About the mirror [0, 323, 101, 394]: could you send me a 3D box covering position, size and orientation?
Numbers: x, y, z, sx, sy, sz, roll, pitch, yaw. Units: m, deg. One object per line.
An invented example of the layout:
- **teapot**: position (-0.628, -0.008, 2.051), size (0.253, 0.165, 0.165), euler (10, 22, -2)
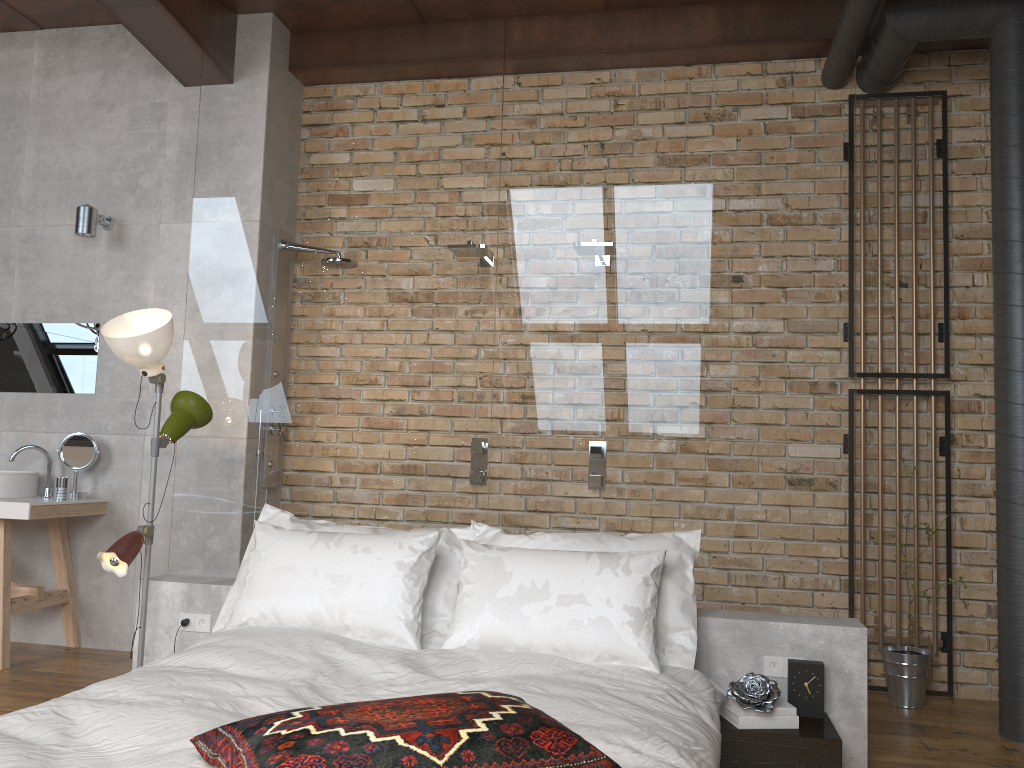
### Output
- **mirror**: position (-3.104, -0.150, 4.900), size (1.838, 0.377, 0.007), euler (1, -5, 11)

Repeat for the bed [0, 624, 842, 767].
- **bed**: position (-0.247, 0.996, 2.248), size (2.300, 0.442, 2.169), euler (1, -5, 11)

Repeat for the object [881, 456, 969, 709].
- **object**: position (1.845, 0.880, 3.926), size (0.228, 1.117, 0.517), euler (4, -5, -18)

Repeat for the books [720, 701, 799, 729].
- **books**: position (0.814, 1.098, 2.946), size (0.203, 0.040, 0.193), euler (3, -5, -8)

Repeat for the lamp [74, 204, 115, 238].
- **lamp**: position (-2.199, -0.849, 4.682), size (0.101, 0.168, 0.243), euler (1, -5, 11)

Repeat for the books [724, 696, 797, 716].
- **books**: position (0.821, 1.064, 2.948), size (0.184, 0.030, 0.175), euler (2, -5, -5)

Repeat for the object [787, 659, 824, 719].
- **object**: position (1.008, 1.044, 3.044), size (0.116, 0.178, 0.067), euler (1, -5, 14)

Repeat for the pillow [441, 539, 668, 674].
- **pillow**: position (0.145, 0.743, 2.999), size (0.748, 0.385, 0.291), euler (1, -5, 11)

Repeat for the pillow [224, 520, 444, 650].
- **pillow**: position (-0.633, 0.707, 3.157), size (0.744, 0.397, 0.276), euler (1, -5, 11)

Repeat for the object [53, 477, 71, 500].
- **object**: position (-2.224, 0.518, 4.387), size (0.073, 0.111, 0.073), euler (2, -5, 4)

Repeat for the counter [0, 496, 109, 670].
- **counter**: position (-3.154, 0.941, 4.548), size (2.011, 0.765, 0.630), euler (1, -5, 11)

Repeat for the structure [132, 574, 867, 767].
- **structure**: position (-0.138, 1.080, 3.435), size (2.820, 0.494, 0.206), euler (1, -5, 11)

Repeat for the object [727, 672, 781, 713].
- **object**: position (0.792, 1.004, 2.896), size (0.170, 0.094, 0.160), euler (0, -6, 23)

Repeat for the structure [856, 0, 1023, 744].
- **structure**: position (1.815, -0.151, 3.743), size (0.829, 3.140, 1.189), euler (1, -5, 11)

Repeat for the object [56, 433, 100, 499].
- **object**: position (-2.238, 0.420, 4.564), size (0.192, 0.338, 0.118), euler (5, -6, -32)

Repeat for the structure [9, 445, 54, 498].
- **structure**: position (-2.452, 0.450, 4.586), size (0.242, 0.268, 0.141), euler (1, -5, 6)

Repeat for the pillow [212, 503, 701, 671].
- **pillow**: position (-0.201, 0.736, 3.239), size (1.746, 0.517, 0.358), euler (1, -5, 11)

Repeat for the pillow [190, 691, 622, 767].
- **pillow**: position (-0.208, 0.723, 1.752), size (0.748, 0.157, 0.453), euler (5, -6, -28)

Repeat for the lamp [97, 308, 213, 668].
- **lamp**: position (-1.436, 0.495, 3.491), size (0.270, 1.582, 0.561), euler (1, -5, 8)

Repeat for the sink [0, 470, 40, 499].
- **sink**: position (-2.647, 0.505, 4.488), size (0.442, 0.128, 0.445), euler (4, -6, -24)
